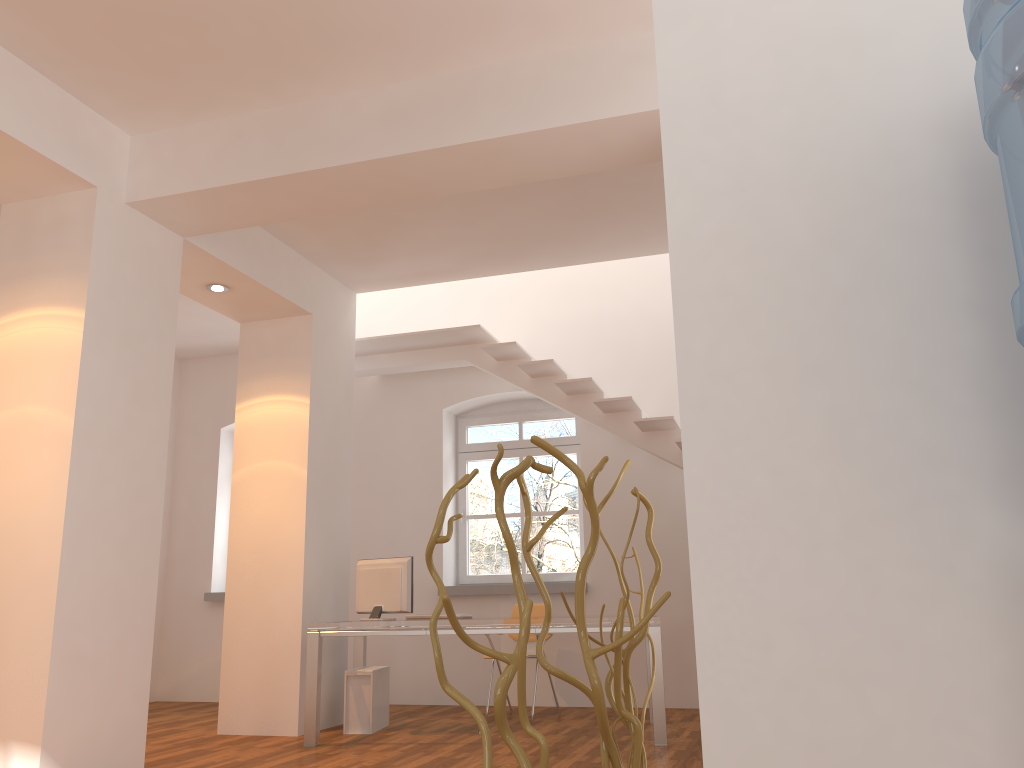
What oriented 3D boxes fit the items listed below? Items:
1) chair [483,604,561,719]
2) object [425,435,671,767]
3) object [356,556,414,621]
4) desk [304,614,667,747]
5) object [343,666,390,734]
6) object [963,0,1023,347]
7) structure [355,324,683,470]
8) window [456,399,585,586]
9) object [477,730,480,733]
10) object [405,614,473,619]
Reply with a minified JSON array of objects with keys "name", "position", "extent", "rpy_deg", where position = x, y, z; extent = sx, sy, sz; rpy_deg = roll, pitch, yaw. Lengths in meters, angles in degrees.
[{"name":"chair","position":[0.062,2.146,6.925],"extent":[0.495,0.829,0.464],"rpy_deg":[-10,-16,31]},{"name":"object","position":[0.142,0.630,1.380],"extent":[0.284,1.112,0.655],"rpy_deg":[-12,-17,37]},{"name":"object","position":[-0.927,1.416,6.127],"extent":[0.245,0.418,0.516],"rpy_deg":[12,-19,-42]},{"name":"desk","position":[-0.127,1.970,6.005],"extent":[2.239,0.750,1.092],"rpy_deg":[-3,-14,7]},{"name":"object","position":[-1.026,2.241,6.304],"extent":[0.200,0.422,0.474],"rpy_deg":[-3,-14,7]},{"name":"object","position":[0.676,0.260,0.718],"extent":[0.436,1.490,0.436],"rpy_deg":[-2,-14,2]},{"name":"structure","position":[0.451,0.779,5.972],"extent":[4.630,3.042,3.450],"rpy_deg":[-5,-15,16]},{"name":"window","position":[0.089,0.995,8.267],"extent":[1.308,1.737,0.142],"rpy_deg":[-5,-15,16]},{"name":"object","position":[-0.191,2.348,5.998],"extent":[0.054,0.035,0.115],"rpy_deg":[-8,-16,26]},{"name":"object","position":[-0.528,1.672,6.391],"extent":[0.467,0.031,0.200],"rpy_deg":[-8,-16,26]}]
